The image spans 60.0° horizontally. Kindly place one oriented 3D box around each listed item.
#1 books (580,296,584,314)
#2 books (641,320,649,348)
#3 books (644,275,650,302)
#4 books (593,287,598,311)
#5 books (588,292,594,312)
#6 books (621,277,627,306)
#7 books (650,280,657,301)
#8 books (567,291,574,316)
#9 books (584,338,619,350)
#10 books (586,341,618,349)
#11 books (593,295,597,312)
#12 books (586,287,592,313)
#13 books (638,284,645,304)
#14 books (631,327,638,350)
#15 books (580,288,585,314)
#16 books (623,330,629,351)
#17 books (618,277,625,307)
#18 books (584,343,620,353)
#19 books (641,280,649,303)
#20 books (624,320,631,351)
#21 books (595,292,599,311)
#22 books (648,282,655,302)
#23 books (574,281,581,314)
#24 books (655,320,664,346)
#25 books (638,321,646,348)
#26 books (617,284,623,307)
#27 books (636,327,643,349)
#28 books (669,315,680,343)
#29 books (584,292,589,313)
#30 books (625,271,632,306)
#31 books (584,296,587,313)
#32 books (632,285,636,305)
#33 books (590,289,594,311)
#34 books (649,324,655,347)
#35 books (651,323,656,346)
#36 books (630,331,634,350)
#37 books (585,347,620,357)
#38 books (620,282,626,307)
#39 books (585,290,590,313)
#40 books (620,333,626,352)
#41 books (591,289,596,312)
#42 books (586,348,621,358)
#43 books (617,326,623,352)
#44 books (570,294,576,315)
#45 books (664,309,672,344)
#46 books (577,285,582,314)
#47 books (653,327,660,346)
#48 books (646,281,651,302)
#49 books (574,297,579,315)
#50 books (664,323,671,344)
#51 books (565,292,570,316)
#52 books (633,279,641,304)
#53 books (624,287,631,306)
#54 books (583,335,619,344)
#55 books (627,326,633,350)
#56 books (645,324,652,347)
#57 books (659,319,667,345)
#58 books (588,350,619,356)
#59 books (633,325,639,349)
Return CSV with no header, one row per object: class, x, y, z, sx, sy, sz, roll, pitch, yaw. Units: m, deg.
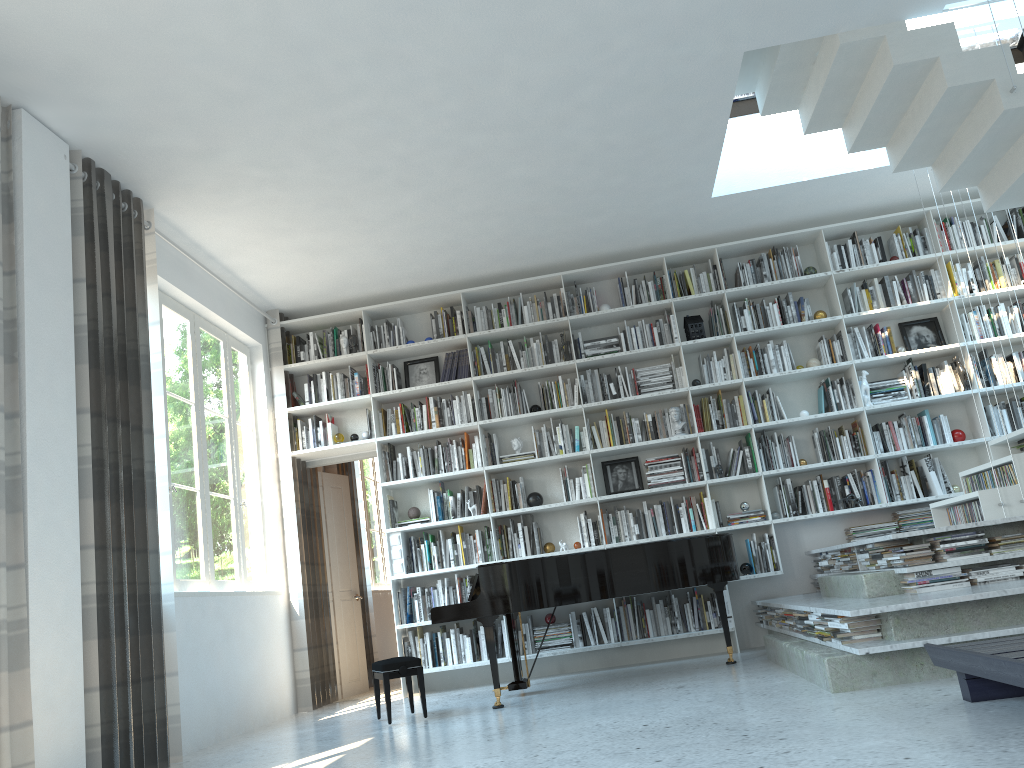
books,0.586,-0.613,7.376,0.011,0.205,0.146,-9,-13,5
books,1.090,-0.371,7.239,0.023,0.269,0.185,-9,-13,5
books,1.112,-0.740,7.303,0.010,0.269,0.180,-9,-13,5
books,0.699,-0.661,7.354,0.011,0.255,0.144,-9,-13,5
books,0.662,-0.636,7.353,0.016,0.218,0.144,-9,-13,5
books,0.930,-0.718,7.338,0.011,0.295,0.157,-9,-13,5
books,1.171,-0.723,7.330,0.026,0.233,0.137,-9,-13,5
books,0.490,-0.627,7.364,0.026,0.252,0.186,-9,-13,5
books,0.736,-0.321,7.282,0.285,0.024,0.160,-10,-14,7
books,0.739,-0.298,7.272,0.254,0.025,0.161,-8,-14,1
books,0.695,-0.624,7.354,0.010,0.186,0.153,-9,-13,5
books,0.645,-0.655,7.363,0.013,0.263,0.147,-9,-13,5
books,1.074,-0.698,7.308,0.033,0.202,0.166,-9,-13,5
books,1.001,-0.331,7.239,0.027,0.216,0.190,-9,-13,5
books,0.590,-0.649,7.356,0.011,0.264,0.164,-9,-13,5
books,0.937,-0.317,7.273,0.024,0.223,0.129,-9,-13,5
books,0.907,-0.715,7.332,0.014,0.291,0.176,-9,-13,5
books,0.742,-0.275,7.264,0.285,0.024,0.160,-11,-14,10
books,1.100,-0.718,7.314,0.023,0.236,0.154,-9,-13,5
books,0.945,-0.358,7.238,0.011,0.283,0.190,-9,-13,5
books,0.710,-0.648,7.370,0.004,0.235,0.138,-9,-13,5
books,1.144,-0.713,7.286,0.023,0.201,0.193,-9,-14,5
books,0.554,-0.676,7.387,0.014,0.340,0.145,-9,-13,5
books,1.201,-0.381,7.219,0.032,0.247,0.173,-9,-13,5
books,1.067,-0.364,7.262,0.029,0.273,0.141,-9,-13,5
books,0.900,-0.686,7.345,0.012,0.245,0.151,-9,-13,5
books,1.040,-0.338,7.239,0.028,0.218,0.184,-9,-13,5
books,1.308,-0.406,7.155,0.037,0.236,0.273,-9,-14,5
books,0.627,-0.632,7.381,0.006,0.232,0.136,-9,-13,5
books,0.967,-0.745,7.328,0.010,0.330,0.186,-9,-13,5
books,0.613,-0.616,7.359,0.023,0.195,0.172,-9,-13,5
books,1.005,-0.690,7.317,0.050,0.210,0.173,-9,-13,5
books,0.669,-0.656,7.354,0.005,0.254,0.168,-9,-13,5
books,1.143,-0.360,7.233,0.010,0.229,0.152,-9,-13,5
books,1.153,-0.363,7.226,0.012,0.230,0.158,-9,-13,5
books,0.985,-0.319,7.253,0.011,0.203,0.133,-9,-13,5
books,0.743,-0.257,7.267,0.285,0.012,0.160,-9,-14,3
books,0.923,-0.701,7.344,0.011,0.266,0.129,-9,-13,5
books,0.634,-0.643,7.369,0.014,0.247,0.139,-9,-13,5
books,0.911,-0.302,7.243,0.025,0.187,0.193,-9,-14,5
books,0.681,-0.650,7.371,0.013,0.249,0.148,-9,-13,5
books,0.745,-0.246,7.262,0.285,0.012,0.160,-9,-14,2
books,0.889,-0.330,7.256,0.012,0.253,0.161,-9,-13,5
books,0.518,-0.614,7.378,0.023,0.227,0.157,-9,-13,5
books,1.275,-0.433,7.232,0.012,0.333,0.156,-9,-13,5
books,0.568,-0.657,7.376,0.010,0.295,0.153,-9,-13,5
books,1.176,-0.347,7.215,0.029,0.188,0.176,-9,-14,5
books,1.128,-0.714,7.305,0.012,0.216,0.180,-9,-13,5
books,0.543,-0.605,7.359,0.026,0.194,0.167,-9,-13,5
books,1.263,-0.368,7.210,0.029,0.202,0.192,-9,-14,5
books,0.474,-0.620,7.385,0.012,0.253,0.161,-9,-13,5
books,1.041,-0.721,7.337,0.028,0.269,0.140,-9,-13,5
books,0.958,-0.677,7.338,0.031,0.208,0.147,-9,-13,5
books,0.733,-0.343,7.293,0.285,0.024,0.160,-9,-14,5
books,0.966,-0.335,7.247,0.021,0.237,0.172,-9,-13,5
books,1.115,-0.355,7.223,0.023,0.222,0.191,-9,-13,5
books,1.232,-0.389,7.233,0.029,0.261,0.133,-9,-13,5
books,0.747,-0.234,7.260,0.254,0.012,0.161,-9,-14,2
books,1.020,-0.345,7.253,0.012,0.244,0.132,-9,-13,5
